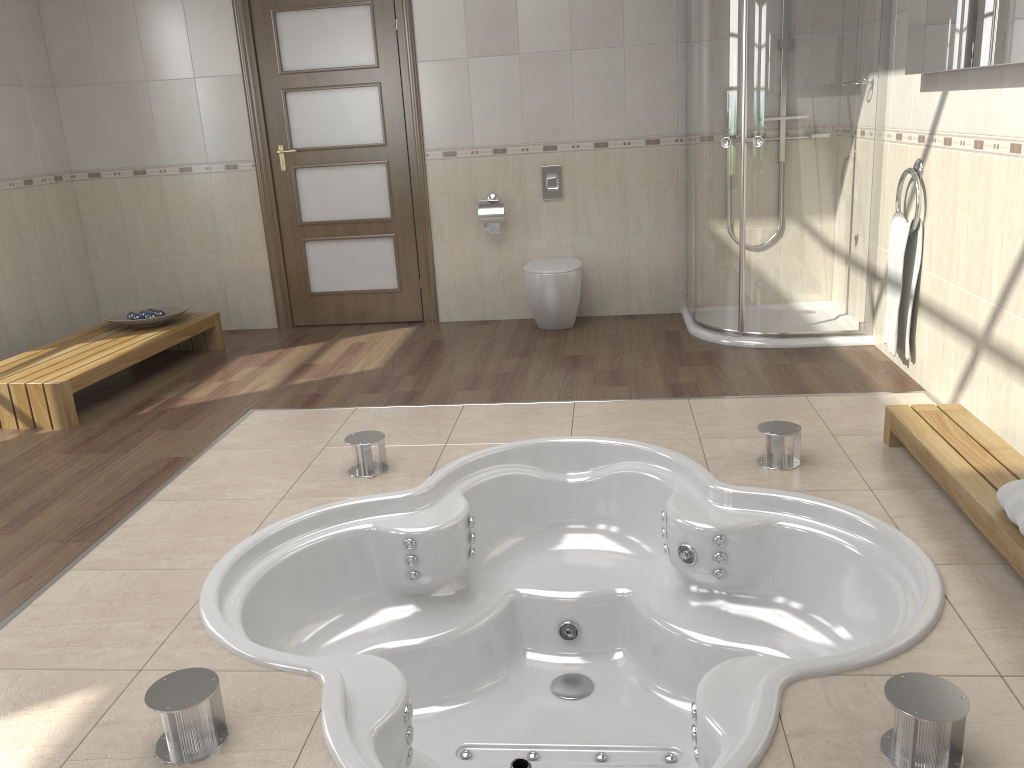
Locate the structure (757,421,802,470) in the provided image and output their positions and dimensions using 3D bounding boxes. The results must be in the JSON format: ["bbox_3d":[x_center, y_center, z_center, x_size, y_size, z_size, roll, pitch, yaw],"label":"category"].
[{"bbox_3d":[0.947,0.217,3.145,0.150,0.131,0.150,-5,17,-3],"label":"structure"}]

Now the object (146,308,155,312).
[{"bbox_3d":[-2.107,-0.412,5.178,0.060,0.060,0.060,-2,17,6],"label":"object"}]

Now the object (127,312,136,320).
[{"bbox_3d":[-2.178,-0.384,5.088,0.060,0.060,0.060,-2,17,6],"label":"object"}]

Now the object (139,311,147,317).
[{"bbox_3d":[-2.126,-0.394,5.122,0.060,0.060,0.060,-2,17,6],"label":"object"}]

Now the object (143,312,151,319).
[{"bbox_3d":[-2.079,-0.383,5.076,0.060,0.060,0.060,-2,17,6],"label":"object"}]

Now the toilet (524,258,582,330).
[{"bbox_3d":[0.254,-0.524,5.293,0.337,0.388,0.519,-2,17,6],"label":"toilet"}]

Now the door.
[{"bbox_3d":[-1.061,-1.363,5.463,0.861,2.026,0.102,-2,17,4],"label":"door"}]

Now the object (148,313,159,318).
[{"bbox_3d":[-2.036,-0.375,5.034,0.060,0.060,0.060,-2,17,6],"label":"object"}]

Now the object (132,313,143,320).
[{"bbox_3d":[-2.132,-0.372,5.046,0.060,0.060,0.060,-2,17,6],"label":"object"}]

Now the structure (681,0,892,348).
[{"bbox_3d":[1.396,-1.235,4.749,0.900,1.917,0.900,-2,17,6],"label":"structure"}]

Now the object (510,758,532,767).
[{"bbox_3d":[0.022,0.715,1.370,0.070,0.307,0.070,-12,19,-26],"label":"object"}]

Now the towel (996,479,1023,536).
[{"bbox_3d":[1.395,0.334,2.245,0.233,0.099,0.331,0,17,11],"label":"towel"}]

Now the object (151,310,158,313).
[{"bbox_3d":[-2.065,-0.401,5.133,0.060,0.060,0.060,-2,17,6],"label":"object"}]

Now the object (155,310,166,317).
[{"bbox_3d":[-2.019,-0.395,5.091,0.060,0.060,0.060,-2,17,6],"label":"object"}]

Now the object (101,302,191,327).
[{"bbox_3d":[-2.092,-0.383,5.097,0.487,0.076,0.487,-16,21,-35],"label":"object"}]

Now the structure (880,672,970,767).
[{"bbox_3d":[0.799,0.661,1.720,0.150,0.131,0.150,1,18,16],"label":"structure"}]

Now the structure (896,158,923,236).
[{"bbox_3d":[1.734,-0.810,3.853,0.051,0.332,0.291,-2,17,6],"label":"structure"}]

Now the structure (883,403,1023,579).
[{"bbox_3d":[1.443,0.330,2.657,0.260,0.140,1.280,-2,17,6],"label":"structure"}]

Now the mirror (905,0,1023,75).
[{"bbox_3d":[1.452,-1.049,1.918,0.005,0.600,3.600,-2,17,6],"label":"mirror"}]

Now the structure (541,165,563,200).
[{"bbox_3d":[0.240,-1.213,5.346,0.120,0.200,0.010,-2,17,6],"label":"structure"}]

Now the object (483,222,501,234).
[{"bbox_3d":[-0.119,-0.986,5.353,0.098,0.151,0.090,-2,17,6],"label":"object"}]

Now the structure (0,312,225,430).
[{"bbox_3d":[-2.187,-0.112,4.734,0.620,0.220,1.450,0,17,11],"label":"structure"}]

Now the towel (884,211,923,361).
[{"bbox_3d":[1.735,-0.442,3.959,0.083,0.635,0.280,-2,17,7],"label":"towel"}]

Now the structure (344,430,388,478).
[{"bbox_3d":[-0.543,0.261,3.314,0.150,0.131,0.150,-12,19,-27],"label":"structure"}]

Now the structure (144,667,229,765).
[{"bbox_3d":[-0.691,0.705,1.889,0.150,0.131,0.150,0,17,11],"label":"structure"}]

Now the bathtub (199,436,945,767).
[{"bbox_3d":[0.151,0.826,2.628,1.751,0.674,1.754,-17,21,-36],"label":"bathtub"}]

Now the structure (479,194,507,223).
[{"bbox_3d":[-0.115,-1.062,5.354,0.170,0.151,0.154,-2,17,6],"label":"structure"}]
